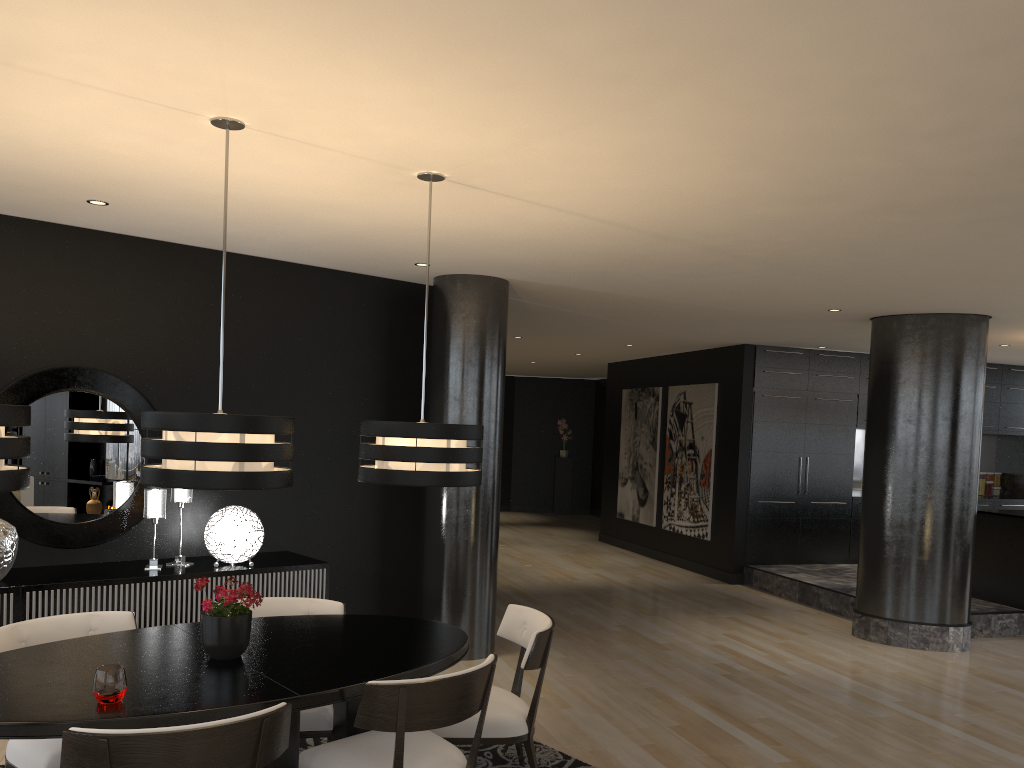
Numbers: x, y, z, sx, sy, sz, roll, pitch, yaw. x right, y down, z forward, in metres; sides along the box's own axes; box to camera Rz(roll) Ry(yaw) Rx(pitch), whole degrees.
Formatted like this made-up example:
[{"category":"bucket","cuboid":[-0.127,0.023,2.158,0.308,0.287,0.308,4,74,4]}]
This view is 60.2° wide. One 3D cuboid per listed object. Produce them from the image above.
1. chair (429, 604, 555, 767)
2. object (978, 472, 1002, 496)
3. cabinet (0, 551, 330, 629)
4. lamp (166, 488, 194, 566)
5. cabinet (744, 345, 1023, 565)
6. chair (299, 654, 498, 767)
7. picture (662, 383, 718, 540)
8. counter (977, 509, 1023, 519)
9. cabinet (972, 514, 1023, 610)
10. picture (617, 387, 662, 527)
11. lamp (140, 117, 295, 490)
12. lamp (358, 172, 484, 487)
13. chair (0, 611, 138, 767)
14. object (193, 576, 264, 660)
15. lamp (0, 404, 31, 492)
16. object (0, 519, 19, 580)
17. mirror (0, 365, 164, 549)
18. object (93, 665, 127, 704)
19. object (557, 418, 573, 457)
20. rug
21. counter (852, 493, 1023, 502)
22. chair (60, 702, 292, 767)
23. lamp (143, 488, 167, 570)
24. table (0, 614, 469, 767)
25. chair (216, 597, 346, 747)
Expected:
[{"category":"chair","cuboid":[-0.131,1.468,4.074,0.616,0.808,0.641,2,0,-12]},{"category":"object","cuboid":[6.392,1.343,11.865,0.366,0.316,0.113,3,2,-18]},{"category":"cabinet","cuboid":[-2.219,1.458,5.149,2.241,0.768,0.609,4,-1,-40]},{"category":"lamp","cuboid":[-2.003,0.818,5.342,0.132,0.551,0.124,3,2,12]},{"category":"cabinet","cuboid":[5.324,0.987,11.235,5.733,2.532,0.725,3,2,-18]},{"category":"chair","cuboid":[-0.415,1.418,3.314,0.614,0.808,0.643,3,1,43]},{"category":"picture","cuboid":[2.228,0.950,11.042,0.077,1.877,1.152,1,1,-18]},{"category":"counter","cuboid":[6.103,1.298,8.514,3.118,0.032,1.178,3,-3,-18]},{"category":"cabinet","cuboid":[6.081,1.834,8.538,3.118,1.040,1.177,3,-1,-18]},{"category":"picture","cuboid":[1.792,1.000,12.377,0.077,1.877,1.152,1,1,-18]},{"category":"lamp","cuboid":[-1.060,-0.292,3.239,0.536,1.332,0.534,1,2,-41]},{"category":"lamp","cuboid":[-0.374,-0.235,3.819,0.536,1.332,0.534,1,2,-41]},{"category":"chair","cuboid":[-1.722,1.377,3.546,0.614,0.808,0.643,3,1,35]},{"category":"object","cuboid":[-1.062,0.876,3.310,0.238,0.299,0.228,2,1,-38]},{"category":"lamp","cuboid":[-1.746,-0.350,2.659,0.536,1.332,0.534,1,2,-41]},{"category":"object","cuboid":[-2.734,0.418,4.549,0.344,1.211,0.342,1,3,-32]},{"category":"mirror","cuboid":[-2.549,0.429,5.165,1.078,1.080,0.025,2,2,-40]},{"category":"object","cuboid":[-1.249,0.934,2.743,0.095,0.106,0.095,2,0,-29]},{"category":"object","cuboid":[1.057,1.076,17.663,0.338,0.789,0.228,3,2,11]},{"category":"rug","cuboid":[-1.161,1.786,3.338,3.729,0.011,2.712,5,-4,-41]},{"category":"counter","cuboid":[5.297,1.444,11.278,2.864,0.034,0.729,3,-3,-18]},{"category":"chair","cuboid":[-1.052,1.362,2.729,0.643,0.808,0.614,2,1,-30]},{"category":"lamp","cuboid":[-2.100,0.849,5.185,0.125,0.466,0.131,2,2,-18]},{"category":"table","cuboid":[-1.089,1.410,3.351,2.110,0.770,1.206,4,-2,-39]},{"category":"chair","cuboid":[-1.089,1.427,4.033,0.643,0.808,0.615,2,1,-12]}]
